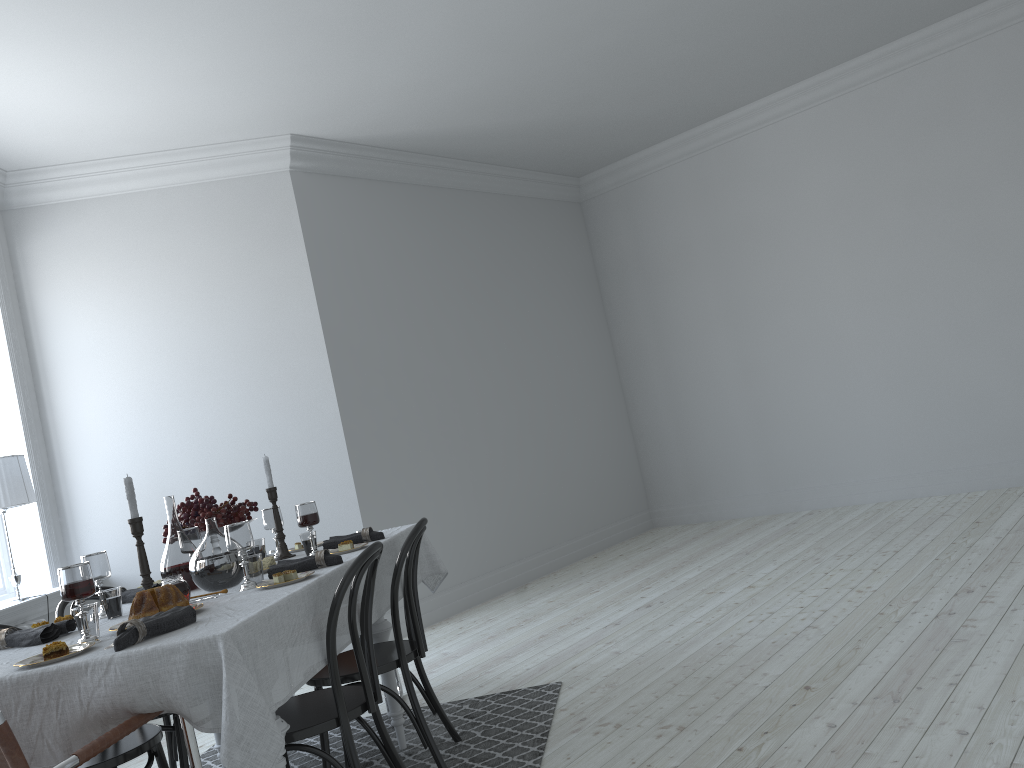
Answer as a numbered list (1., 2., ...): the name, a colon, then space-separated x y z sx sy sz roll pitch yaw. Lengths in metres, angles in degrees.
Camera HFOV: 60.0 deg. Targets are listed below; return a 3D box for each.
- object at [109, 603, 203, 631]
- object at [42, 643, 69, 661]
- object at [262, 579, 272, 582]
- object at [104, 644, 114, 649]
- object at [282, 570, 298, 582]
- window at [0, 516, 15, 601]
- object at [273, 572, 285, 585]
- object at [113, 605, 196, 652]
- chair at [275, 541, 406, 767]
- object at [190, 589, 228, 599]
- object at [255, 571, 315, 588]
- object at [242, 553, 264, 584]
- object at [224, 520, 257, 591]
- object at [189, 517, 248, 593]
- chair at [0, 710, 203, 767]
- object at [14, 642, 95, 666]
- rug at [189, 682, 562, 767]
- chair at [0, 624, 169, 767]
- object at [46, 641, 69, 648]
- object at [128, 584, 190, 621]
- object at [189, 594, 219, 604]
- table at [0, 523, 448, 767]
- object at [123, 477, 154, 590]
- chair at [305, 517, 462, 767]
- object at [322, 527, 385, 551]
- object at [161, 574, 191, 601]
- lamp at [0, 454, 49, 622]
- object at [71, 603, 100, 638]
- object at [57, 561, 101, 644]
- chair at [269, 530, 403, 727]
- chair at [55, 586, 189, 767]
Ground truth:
1. object: -0.998 0.664 2.499 0.251 0.018 0.251 -15 -4 39
2. object: -1.128 0.662 2.193 0.057 0.041 0.038 -11 -3 -17
3. object: -0.755 0.634 2.893 0.131 0.012 0.031 -13 -3 7
4. object: -1.003 0.653 2.252 0.031 0.012 0.131 -12 -3 -8
5. object: -0.698 0.602 2.780 0.057 0.037 0.021 -14 -4 30
6. window: -3.190 0.208 4.205 0.061 2.080 2.079 -12 -3 2
7. object: -0.729 0.608 2.770 0.021 0.037 0.057 -10 -4 -33
8. object: -0.895 0.605 2.238 0.165 0.061 0.247 -12 -3 -11
9. chair: -0.590 0.993 2.746 0.564 0.909 0.463 -12 -3 3
10. object: -0.985 0.666 2.801 0.167 0.031 0.031 -11 -3 -16
11. object: -0.709 0.617 2.779 0.182 0.013 0.182 -10 -4 -36
12. object: -0.855 0.616 2.944 0.066 0.094 0.066 -14 -4 28
13. object: -0.865 0.553 2.850 0.083 0.215 0.083 -15 -4 44
14. object: -0.997 0.575 2.999 0.194 0.245 0.194 -14 -3 22
15. chair: -1.064 1.093 2.005 0.546 0.837 0.593 -13 -3 11
16. object: -1.140 0.680 2.217 0.182 0.013 0.182 -15 -4 39
17. rug: -0.741 1.495 3.044 1.701 0.021 2.166 -13 -3 7
18. chair: -1.415 1.179 2.849 0.564 0.909 0.463 -12 -3 3
19. object: -1.153 0.671 2.243 0.051 0.039 0.036 -12 -3 -11
20. object: -0.996 0.621 2.501 0.164 0.105 0.191 -10 -4 -31
21. object: -1.000 0.683 2.793 0.150 0.009 0.075 -11 -3 -16
22. table: -0.952 1.119 3.056 1.210 0.842 2.179 -13 -3 6
23. object: -1.185 0.509 2.824 0.089 0.432 0.089 -11 -4 -28
24. chair: -0.500 1.005 3.310 0.564 0.909 0.463 -12 -3 -2
25. object: -0.651 0.629 3.637 0.247 0.061 0.165 -12 -3 -11
26. object: -1.022 0.635 2.688 0.091 0.101 0.091 -12 -3 -6
27. lamp: -2.623 1.055 4.690 0.335 1.331 0.335 -14 -3 27
28. object: -1.166 0.656 2.438 0.066 0.094 0.066 -14 -4 28
29. object: -1.143 0.586 2.351 0.083 0.215 0.083 -15 -4 44
30. chair: -0.866 1.167 4.119 0.546 0.837 0.593 -12 -3 -6
31. chair: -1.375 1.202 3.425 0.564 0.909 0.463 -13 -3 18
